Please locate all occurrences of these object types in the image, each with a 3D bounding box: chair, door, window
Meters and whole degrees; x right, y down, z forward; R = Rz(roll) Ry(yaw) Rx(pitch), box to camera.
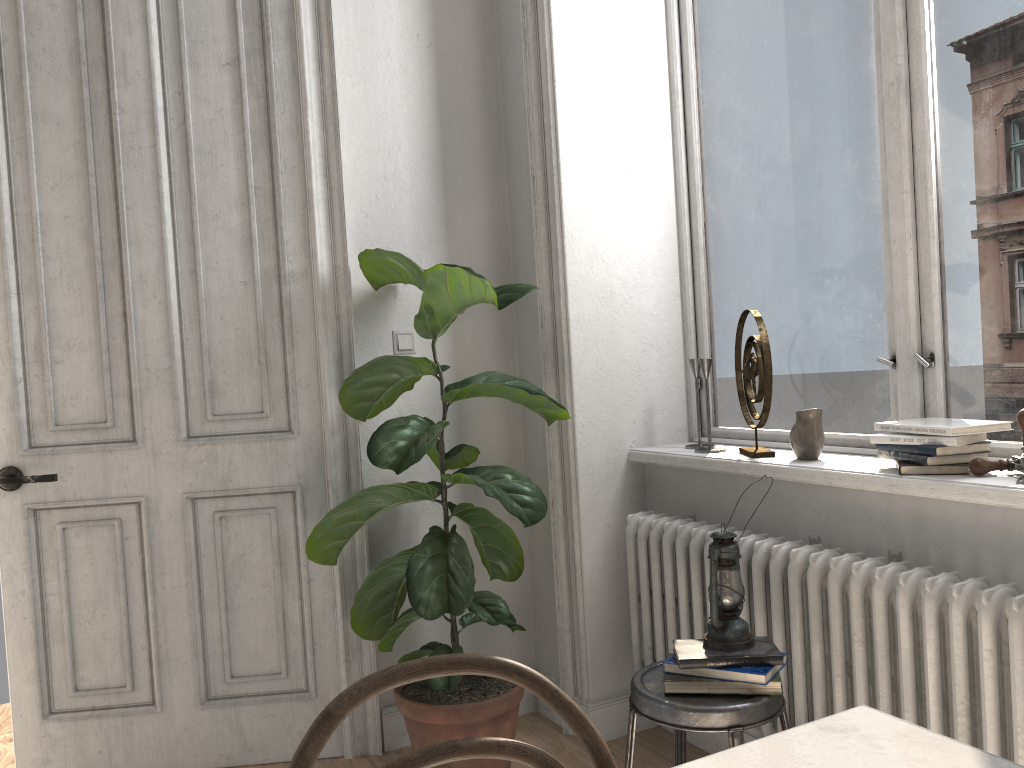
[{"bbox_3d":[0.029,0.774,0.794,0.438,0.921,0.549,-4,2,-19],"label":"chair"},{"bbox_3d":[-1.133,-0.154,2.831,1.097,2.815,0.216,-4,2,-3],"label":"door"},{"bbox_3d":[0.988,-1.274,2.274,0.013,2.844,1.622,-4,2,-28],"label":"window"},{"bbox_3d":[0.446,0.919,1.983,0.364,0.523,0.360,-2,2,36],"label":"chair"}]

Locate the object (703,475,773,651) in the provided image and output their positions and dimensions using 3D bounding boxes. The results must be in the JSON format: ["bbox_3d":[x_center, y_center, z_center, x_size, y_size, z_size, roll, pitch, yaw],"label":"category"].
[{"bbox_3d":[0.492,0.389,1.961,0.163,0.383,0.154,-2,2,36],"label":"object"}]

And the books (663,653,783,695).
[{"bbox_3d":[0.467,0.643,1.975,0.246,0.034,0.194,-3,1,13],"label":"books"}]

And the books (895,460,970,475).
[{"bbox_3d":[0.992,0.190,2.103,0.147,0.023,0.221,-3,1,21],"label":"books"}]

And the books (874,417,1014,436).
[{"bbox_3d":[1.003,0.099,2.075,0.174,0.019,0.243,-4,1,-18],"label":"books"}]

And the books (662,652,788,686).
[{"bbox_3d":[0.473,0.616,1.965,0.232,0.029,0.162,-3,2,33],"label":"books"}]

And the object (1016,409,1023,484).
[{"bbox_3d":[1.067,0.126,1.831,0.048,0.153,0.088,-2,2,32],"label":"object"}]

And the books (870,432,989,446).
[{"bbox_3d":[0.978,0.125,2.083,0.155,0.020,0.205,-4,2,-38],"label":"books"}]

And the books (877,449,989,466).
[{"bbox_3d":[0.990,0.167,2.095,0.155,0.022,0.205,-4,1,-8],"label":"books"}]

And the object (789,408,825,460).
[{"bbox_3d":[0.802,0.134,2.415,0.100,0.142,0.102,-2,2,37],"label":"object"}]

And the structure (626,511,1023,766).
[{"bbox_3d":[1.465,-1.087,0.507,0.340,4.475,5.182,-4,2,-27],"label":"structure"}]

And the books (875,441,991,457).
[{"bbox_3d":[0.989,0.145,2.091,0.147,0.023,0.221,-4,1,-12],"label":"books"}]

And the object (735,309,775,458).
[{"bbox_3d":[0.708,-0.005,2.583,0.087,0.425,0.347,-3,2,5],"label":"object"}]

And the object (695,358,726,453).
[{"bbox_3d":[0.606,0.066,2.744,0.095,0.289,0.095,-4,2,-5],"label":"object"}]

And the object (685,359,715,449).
[{"bbox_3d":[0.603,0.063,2.875,0.095,0.289,0.095,-3,2,4],"label":"object"}]

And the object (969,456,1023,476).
[{"bbox_3d":[1.080,0.175,1.934,0.153,0.048,0.088,-3,1,12],"label":"object"}]

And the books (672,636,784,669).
[{"bbox_3d":[0.473,0.594,1.963,0.221,0.027,0.147,-3,1,5],"label":"books"}]

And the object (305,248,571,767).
[{"bbox_3d":[0.766,0.277,0.287,0.792,1.843,5.827,-4,1,-22],"label":"object"}]
